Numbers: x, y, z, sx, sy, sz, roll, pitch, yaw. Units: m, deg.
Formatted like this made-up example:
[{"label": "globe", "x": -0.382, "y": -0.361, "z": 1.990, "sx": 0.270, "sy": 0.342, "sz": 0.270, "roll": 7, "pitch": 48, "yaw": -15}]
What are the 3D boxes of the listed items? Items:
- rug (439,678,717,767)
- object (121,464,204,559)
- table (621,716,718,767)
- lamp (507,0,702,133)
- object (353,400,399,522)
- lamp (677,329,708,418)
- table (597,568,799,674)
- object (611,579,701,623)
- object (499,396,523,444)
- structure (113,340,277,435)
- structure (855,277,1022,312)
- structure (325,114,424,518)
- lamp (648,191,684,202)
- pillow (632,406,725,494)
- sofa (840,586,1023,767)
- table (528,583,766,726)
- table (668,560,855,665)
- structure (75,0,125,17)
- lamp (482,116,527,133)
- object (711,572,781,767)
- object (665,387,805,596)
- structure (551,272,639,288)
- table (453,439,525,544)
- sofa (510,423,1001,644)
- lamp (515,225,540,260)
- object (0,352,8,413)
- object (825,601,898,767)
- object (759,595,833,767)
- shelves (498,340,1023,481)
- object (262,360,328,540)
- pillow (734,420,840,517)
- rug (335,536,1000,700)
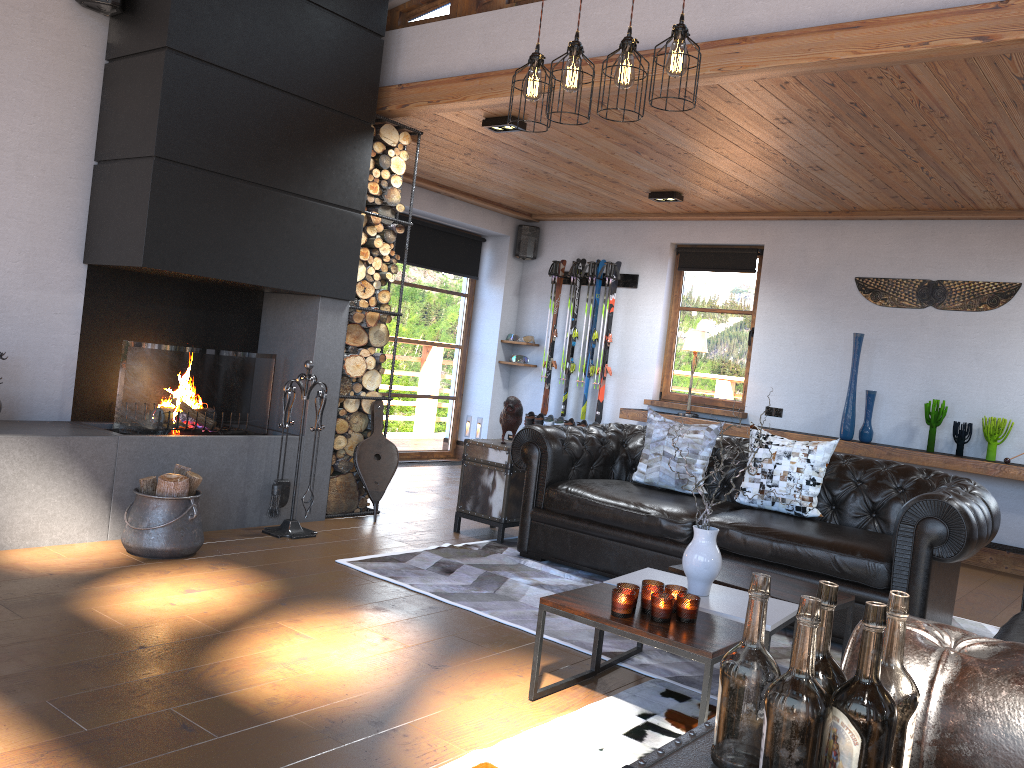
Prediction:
[{"label": "rug", "x": 0.278, "y": 1.143, "z": 1.165, "sx": 2.406, "sy": 0.053, "sz": 3.850, "roll": 8, "pitch": 2, "yaw": 39}, {"label": "object", "x": -1.724, "y": 0.631, "z": 4.423, "sx": 0.387, "sy": 0.431, "sz": 0.381, "roll": 6, "pitch": 1, "yaw": -26}, {"label": "table", "x": 0.382, "y": 0.872, "z": 1.280, "sx": 0.413, "sy": 0.609, "sz": 0.410, "roll": 7, "pitch": 1, "yaw": 38}, {"label": "lamp", "x": 0.443, "y": -2.125, "z": 3.482, "sx": 0.795, "sy": 2.201, "sz": 0.264, "roll": 7, "pitch": 1, "yaw": 29}, {"label": "object", "x": -0.908, "y": 0.499, "z": 5.887, "sx": 0.261, "sy": 0.795, "sz": 0.270, "roll": 7, "pitch": 1, "yaw": 21}, {"label": "lamp", "x": 1.742, "y": 0.257, "z": 8.277, "sx": 0.243, "sy": 1.481, "sz": 0.639, "roll": 7, "pitch": 1, "yaw": 42}, {"label": "table", "x": 0.706, "y": 0.969, "z": 3.367, "sx": 0.643, "sy": 0.350, "sz": 0.404, "roll": 8, "pitch": 2, "yaw": 33}, {"label": "object", "x": 0.463, "y": 0.735, "z": 3.012, "sx": 0.304, "sy": 0.081, "sz": 0.245, "roll": 6, "pitch": 2, "yaw": -14}, {"label": "object", "x": -0.004, "y": 0.234, "z": 5.745, "sx": 0.150, "sy": 0.319, "sz": 0.247, "roll": 6, "pitch": 1, "yaw": -11}, {"label": "structure", "x": -1.731, "y": 0.056, "z": 5.066, "sx": 0.181, "sy": 0.514, "sz": 0.993, "roll": 7, "pitch": 2, "yaw": 38}, {"label": "structure", "x": 3.319, "y": -0.713, "z": 7.022, "sx": 1.235, "sy": 0.239, "sz": 0.099, "roll": 8, "pitch": 2, "yaw": 38}, {"label": "structure", "x": -1.100, "y": -0.452, "z": 5.989, "sx": 0.506, "sy": 2.616, "sz": 0.507, "roll": 7, "pitch": 1, "yaw": 38}, {"label": "lamp", "x": 1.300, "y": -1.585, "z": 7.479, "sx": 0.258, "sy": 0.068, "sz": 0.157, "roll": 8, "pitch": 2, "yaw": 38}, {"label": "pillow", "x": 0.994, "y": 0.393, "z": 5.338, "sx": 0.522, "sy": 0.469, "sz": 0.286, "roll": 8, "pitch": 2, "yaw": 41}, {"label": "sofa", "x": 1.750, "y": 0.889, "z": 2.180, "sx": 1.226, "sy": 0.838, "sz": 2.594, "roll": 8, "pitch": 2, "yaw": 38}, {"label": "table", "x": 0.452, "y": 0.951, "z": 3.004, "sx": 0.643, "sy": 0.350, "sz": 0.404, "roll": 8, "pitch": 2, "yaw": 38}, {"label": "table", "x": 1.017, "y": 0.996, "z": 3.707, "sx": 0.643, "sy": 0.350, "sz": 0.405, "roll": 8, "pitch": 2, "yaw": 43}, {"label": "structure", "x": -2.154, "y": -2.155, "z": 4.672, "sx": 0.211, "sy": 0.349, "sz": 0.216, "roll": 7, "pitch": 1, "yaw": 38}, {"label": "lamp", "x": -0.050, "y": -1.690, "z": 5.753, "sx": 0.258, "sy": 0.068, "sz": 0.157, "roll": 8, "pitch": 2, "yaw": 38}, {"label": "object", "x": 0.352, "y": 0.422, "z": 1.309, "sx": 0.089, "sy": 0.286, "sz": 0.086, "roll": 6, "pitch": 1, "yaw": -42}, {"label": "object", "x": 0.767, "y": 0.395, "z": 3.312, "sx": 0.411, "sy": 0.808, "sz": 0.613, "roll": 6, "pitch": 1, "yaw": -41}, {"label": "structure", "x": 0.749, "y": -1.072, "z": 8.923, "sx": 1.039, "sy": 0.135, "sz": 0.322, "roll": 8, "pitch": 2, "yaw": 38}, {"label": "table", "x": -0.068, "y": 0.685, "z": 5.773, "sx": 0.413, "sy": 0.609, "sz": 0.410, "roll": 7, "pitch": 1, "yaw": 38}, {"label": "sofa", "x": 1.301, "y": 0.751, "z": 5.009, "sx": 2.538, "sy": 0.838, "sz": 1.253, "roll": 8, "pitch": 2, "yaw": 37}, {"label": "lamp", "x": 0.160, "y": -1.509, "z": 9.454, "sx": 0.211, "sy": 0.349, "sz": 0.216, "roll": 7, "pitch": 1, "yaw": 38}, {"label": "object", "x": -2.580, "y": -0.022, "z": 4.163, "sx": 0.344, "sy": 0.455, "sz": 0.331, "roll": 6, "pitch": 1, "yaw": -26}, {"label": "object", "x": 0.480, "y": 0.440, "z": 1.211, "sx": 0.088, "sy": 0.286, "sz": 0.087, "roll": 6, "pitch": 1, "yaw": -12}, {"label": "object", "x": 0.388, "y": 0.429, "z": 1.199, "sx": 0.088, "sy": 0.286, "sz": 0.086, "roll": 6, "pitch": 1, "yaw": -39}, {"label": "shelves", "x": 2.454, "y": 0.385, "z": 7.508, "sx": 6.571, "sy": 0.988, "sz": 0.619, "roll": 8, "pitch": 2, "yaw": 38}, {"label": "object", "x": -1.232, "y": 0.366, "z": 5.146, "sx": 0.308, "sy": 1.017, "sz": 0.307, "roll": 7, "pitch": 1, "yaw": -7}, {"label": "pillow", "x": 1.520, "y": 0.467, "z": 4.925, "sx": 0.522, "sy": 0.469, "sz": 0.286, "roll": 8, "pitch": 2, "yaw": 41}, {"label": "rug", "x": 1.377, "y": 1.176, "z": 4.319, "sx": 4.000, "sy": 0.053, "sz": 2.459, "roll": 8, "pitch": 2, "yaw": 39}]
